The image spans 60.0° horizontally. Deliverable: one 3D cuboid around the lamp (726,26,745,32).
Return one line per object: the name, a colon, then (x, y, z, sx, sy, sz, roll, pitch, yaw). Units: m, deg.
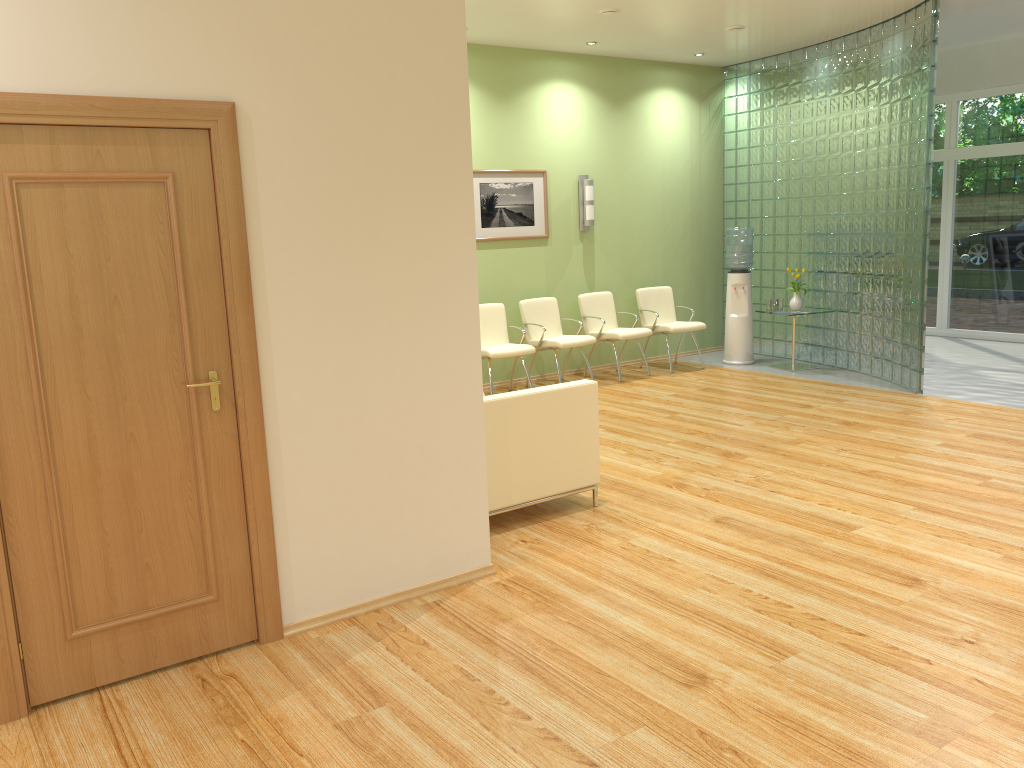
lamp: (2.081, -3.302, 8.260, 0.167, 0.024, 0.167, 6, 13, 38)

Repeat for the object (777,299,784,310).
object: (2.885, -0.856, 9.542, 0.071, 0.119, 0.072, -9, 12, -34)

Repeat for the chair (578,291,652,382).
chair: (15.602, -0.467, 5.529, 30.806, 0.986, 0.748, 0, 11, 15)

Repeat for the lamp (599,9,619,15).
lamp: (0.810, -3.094, 7.395, 0.167, 0.024, 0.167, 1, 11, 16)

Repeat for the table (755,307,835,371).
table: (3.020, -0.481, 9.503, 0.581, 0.614, 0.581, -6, 11, -20)

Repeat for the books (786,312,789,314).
books: (2.931, -0.745, 9.241, 0.150, 0.004, 0.210, 1, 11, 20)

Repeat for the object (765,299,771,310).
object: (2.778, -0.861, 9.595, 0.071, 0.119, 0.072, -9, 12, -34)

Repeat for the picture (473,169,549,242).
picture: (-0.038, -1.798, 8.905, 1.000, 0.700, 0.025, -9, 12, -34)

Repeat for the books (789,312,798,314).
books: (2.967, -0.745, 9.235, 0.150, 0.004, 0.210, -2, 10, 0)

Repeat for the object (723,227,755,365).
object: (2.529, -0.981, 9.871, 0.353, 1.506, 0.353, -8, 11, -27)

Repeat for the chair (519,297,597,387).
chair: (15.271, -0.412, 5.298, 31.281, 0.986, 0.752, 0, 10, 14)

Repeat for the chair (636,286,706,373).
chair: (1.745, -0.616, 9.783, 0.536, 0.881, 0.650, -8, 12, -29)

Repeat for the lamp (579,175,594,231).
lamp: (0.796, -1.922, 9.402, 0.134, 0.580, 0.142, -9, 12, -34)

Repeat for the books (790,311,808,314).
books: (2.985, -0.746, 9.236, 0.150, 0.004, 0.210, -4, 10, -9)

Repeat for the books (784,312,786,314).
books: (2.915, -0.746, 9.249, 0.150, 0.004, 0.210, 4, 12, 30)

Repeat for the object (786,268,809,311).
object: (3.018, -1.007, 9.395, 0.219, 0.459, 0.201, -3, 10, -5)

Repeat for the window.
window: (7.496, -1.666, 8.334, 0.092, 3.000, 9.401, -9, 12, -34)

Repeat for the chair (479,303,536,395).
chair: (-0.142, -0.309, 8.503, 0.536, 0.881, 0.650, -8, 12, -29)

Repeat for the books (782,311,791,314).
books: (2.900, -0.747, 9.259, 0.150, 0.004, 0.210, 6, 13, 40)

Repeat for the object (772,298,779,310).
object: (2.859, -0.868, 9.617, 0.071, 0.119, 0.072, -9, 12, -34)

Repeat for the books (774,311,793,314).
books: (2.876, -0.751, 9.287, 0.210, 0.004, 0.150, -8, 12, -29)

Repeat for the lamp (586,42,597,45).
lamp: (0.777, -3.328, 8.666, 0.105, 0.011, 0.105, 5, 13, 36)

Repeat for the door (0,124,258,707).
door: (-1.405, 0.108, 3.191, 0.823, 2.001, 0.098, -9, 12, -34)

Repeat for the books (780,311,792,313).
books: (2.887, -0.749, 9.272, 0.210, 0.004, 0.150, -11, 13, -39)

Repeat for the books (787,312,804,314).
books: (2.949, -0.745, 9.236, 0.150, 0.004, 0.210, 0, 10, 10)

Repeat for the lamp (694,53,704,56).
lamp: (2.006, -3.529, 9.503, 0.105, 0.011, 0.105, 5, 13, 36)

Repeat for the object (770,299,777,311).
object: (2.805, -0.848, 9.516, 0.071, 0.119, 0.072, -9, 12, -34)

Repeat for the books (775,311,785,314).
books: (2.868, -0.753, 9.303, 0.210, 0.004, 0.150, -6, 11, -19)
